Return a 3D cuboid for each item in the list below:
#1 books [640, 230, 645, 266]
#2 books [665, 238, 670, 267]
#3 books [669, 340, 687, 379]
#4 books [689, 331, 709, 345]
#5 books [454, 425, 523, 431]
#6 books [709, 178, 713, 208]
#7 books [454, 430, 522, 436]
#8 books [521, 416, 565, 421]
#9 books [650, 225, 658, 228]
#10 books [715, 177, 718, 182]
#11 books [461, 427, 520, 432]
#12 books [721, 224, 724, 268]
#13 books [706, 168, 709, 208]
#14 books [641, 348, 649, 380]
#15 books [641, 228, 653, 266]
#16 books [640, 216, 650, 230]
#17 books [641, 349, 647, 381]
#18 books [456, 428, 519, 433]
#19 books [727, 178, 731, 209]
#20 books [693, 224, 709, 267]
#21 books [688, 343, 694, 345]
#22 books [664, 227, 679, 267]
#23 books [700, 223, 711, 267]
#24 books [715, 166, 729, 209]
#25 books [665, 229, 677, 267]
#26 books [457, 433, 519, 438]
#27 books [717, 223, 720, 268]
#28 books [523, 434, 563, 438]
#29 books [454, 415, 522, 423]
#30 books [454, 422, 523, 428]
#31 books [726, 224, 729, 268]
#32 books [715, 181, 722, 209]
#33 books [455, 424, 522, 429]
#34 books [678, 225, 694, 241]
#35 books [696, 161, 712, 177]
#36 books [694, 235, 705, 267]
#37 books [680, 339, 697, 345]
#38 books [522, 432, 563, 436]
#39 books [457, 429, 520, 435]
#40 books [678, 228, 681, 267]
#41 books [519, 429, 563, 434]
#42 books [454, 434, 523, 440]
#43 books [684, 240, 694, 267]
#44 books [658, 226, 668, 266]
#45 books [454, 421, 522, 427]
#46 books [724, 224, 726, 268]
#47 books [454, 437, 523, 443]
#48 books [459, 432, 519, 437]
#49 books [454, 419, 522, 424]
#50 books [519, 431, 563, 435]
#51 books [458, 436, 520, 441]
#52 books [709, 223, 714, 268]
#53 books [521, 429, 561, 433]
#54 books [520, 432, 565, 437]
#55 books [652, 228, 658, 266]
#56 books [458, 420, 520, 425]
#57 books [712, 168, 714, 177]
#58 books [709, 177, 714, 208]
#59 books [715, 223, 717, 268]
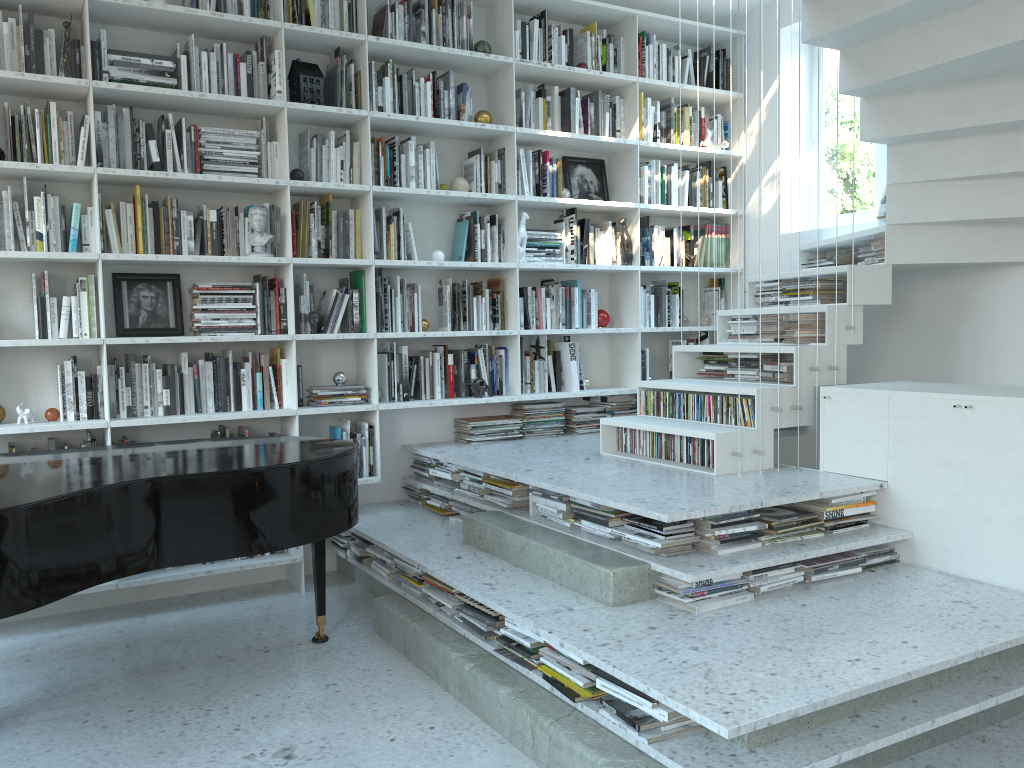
[{"bbox_3d":[0.763,-0.838,5.540,0.066,0.237,0.144,-3,5,-29],"label":"books"},{"bbox_3d":[0.936,-0.822,5.606,0.023,0.189,0.169,-3,4,-29],"label":"books"},{"bbox_3d":[1.057,-0.139,5.653,0.012,0.285,0.159,-3,5,-29],"label":"books"},{"bbox_3d":[1.206,-0.172,5.722,0.010,0.336,0.185,-3,5,-29],"label":"books"},{"bbox_3d":[-0.136,0.243,5.081,0.345,0.007,0.193,-3,4,-32],"label":"books"},{"bbox_3d":[1.230,-1.217,5.751,0.025,0.212,0.188,-3,4,-29],"label":"books"},{"bbox_3d":[-0.139,0.273,5.084,0.345,0.007,0.193,-3,4,-31],"label":"books"},{"bbox_3d":[0.149,0.199,5.248,0.285,0.007,0.159,-3,4,-29],"label":"books"},{"bbox_3d":[0.861,-0.857,5.576,0.022,0.266,0.157,-3,5,-29],"label":"books"},{"bbox_3d":[1.303,-1.232,5.832,0.024,0.230,0.130,-3,5,-29],"label":"books"},{"bbox_3d":[-0.133,0.250,5.077,0.308,0.008,0.195,-3,4,-24],"label":"books"},{"bbox_3d":[1.329,-0.895,5.827,0.018,0.294,0.169,-3,5,-29],"label":"books"},{"bbox_3d":[1.206,-1.244,5.737,0.028,0.268,0.173,-3,5,-29],"label":"books"},{"bbox_3d":[0.787,-0.100,5.481,0.030,0.238,0.151,-3,5,-29],"label":"books"},{"bbox_3d":[0.814,-0.842,5.538,0.022,0.243,0.170,-3,5,-29],"label":"books"},{"bbox_3d":[0.819,-0.883,5.559,0.012,0.322,0.141,-3,5,-29],"label":"books"},{"bbox_3d":[0.769,-0.097,5.468,0.014,0.234,0.183,-3,5,-29],"label":"books"},{"bbox_3d":[-0.142,0.258,5.087,0.308,0.008,0.195,-3,4,-29],"label":"books"},{"bbox_3d":[1.369,-1.228,5.837,0.021,0.219,0.184,-3,4,-29],"label":"books"},{"bbox_3d":[1.194,-0.886,5.756,0.072,0.292,0.169,-3,5,-29],"label":"books"},{"bbox_3d":[1.101,-0.132,5.678,0.031,0.266,0.168,-3,5,-29],"label":"books"},{"bbox_3d":[0.995,-0.861,5.655,0.029,0.259,0.171,-3,5,-29],"label":"books"},{"bbox_3d":[1.227,-0.890,5.775,0.033,0.294,0.169,-3,5,-29],"label":"books"},{"bbox_3d":[1.342,-1.263,5.817,0.042,0.292,0.186,-3,5,-29],"label":"books"},{"bbox_3d":[0.978,-0.853,5.634,0.022,0.247,0.181,-3,5,-29],"label":"books"},{"bbox_3d":[-0.138,0.288,5.080,0.308,0.008,0.195,-3,4,-25],"label":"books"},{"bbox_3d":[1.298,-0.894,5.810,0.018,0.294,0.169,-3,5,-29],"label":"books"},{"bbox_3d":[0.153,0.302,5.249,0.254,0.007,0.160,-3,4,-26],"label":"books"},{"bbox_3d":[-0.138,0.198,5.080,0.345,0.007,0.193,-3,4,-27],"label":"books"},{"bbox_3d":[-0.133,0.228,5.075,0.345,0.007,0.193,-3,4,-34],"label":"books"},{"bbox_3d":[1.364,-0.897,5.840,0.018,0.294,0.169,-3,5,-29],"label":"books"},{"bbox_3d":[1.298,-1.212,5.790,0.029,0.195,0.192,-3,4,-29],"label":"books"},{"bbox_3d":[-0.138,0.235,5.083,0.345,0.007,0.193,-3,4,-27],"label":"books"},{"bbox_3d":[1.104,-0.876,5.717,0.026,0.278,0.169,-3,5,-29],"label":"books"},{"bbox_3d":[1.255,-1.279,5.790,0.013,0.330,0.140,-3,5,-29],"label":"books"},{"bbox_3d":[1.160,-0.844,5.738,0.088,0.217,0.167,-3,4,-29],"label":"books"},{"bbox_3d":[1.150,-0.146,5.718,0.047,0.288,0.141,-3,5,-29],"label":"books"},{"bbox_3d":[0.154,0.289,5.246,0.254,0.007,0.160,-3,4,-25],"label":"books"},{"bbox_3d":[-0.136,0.266,5.077,0.308,0.008,0.195,-3,4,-34],"label":"books"},{"bbox_3d":[1.029,-0.861,5.683,0.012,0.254,0.160,-3,5,-29],"label":"books"},{"bbox_3d":[0.151,0.275,5.251,0.254,0.007,0.160,-3,4,-28],"label":"books"},{"bbox_3d":[-0.136,0.296,5.077,0.345,0.007,0.193,-3,4,-24],"label":"books"},{"bbox_3d":[1.097,-0.825,5.685,0.024,0.181,0.191,-3,4,-29],"label":"books"},{"bbox_3d":[0.901,-0.856,5.584,0.056,0.262,0.176,-3,5,-29],"label":"books"},{"bbox_3d":[-0.138,0.220,5.082,0.345,0.007,0.193,-3,4,-27],"label":"books"},{"bbox_3d":[1.343,-0.896,5.840,0.018,0.294,0.169,-3,5,-29],"label":"books"},{"bbox_3d":[-0.137,0.311,5.081,0.345,0.007,0.193,-3,4,-25],"label":"books"},{"bbox_3d":[-0.140,0.280,5.084,0.308,0.008,0.195,-3,4,-27],"label":"books"},{"bbox_3d":[-0.138,0.206,5.081,0.345,0.007,0.193,-3,4,-31],"label":"books"},{"bbox_3d":[0.150,0.281,5.253,0.254,0.007,0.160,-3,4,-29],"label":"books"},{"bbox_3d":[-0.137,0.303,5.081,0.308,0.008,0.195,-3,4,-33],"label":"books"},{"bbox_3d":[1.255,-0.891,5.775,0.018,0.294,0.169,-3,5,-29],"label":"books"},{"bbox_3d":[0.154,0.268,5.244,0.285,0.007,0.159,-3,4,-33],"label":"books"},{"bbox_3d":[0.150,0.295,5.255,0.285,0.007,0.159,-3,4,-29],"label":"books"},{"bbox_3d":[0.847,-0.845,5.554,0.026,0.246,0.180,-3,5,-29],"label":"books"},{"bbox_3d":[-0.138,0.213,5.081,0.308,0.008,0.195,-3,4,-27],"label":"books"},{"bbox_3d":[1.271,-1.256,5.791,0.013,0.283,0.149,-3,5,-29],"label":"books"},{"bbox_3d":[1.247,-1.222,5.771,0.025,0.220,0.177,-3,4,-29],"label":"books"},{"bbox_3d":[1.280,-0.893,5.804,0.018,0.294,0.169,-3,5,-29],"label":"books"}]
